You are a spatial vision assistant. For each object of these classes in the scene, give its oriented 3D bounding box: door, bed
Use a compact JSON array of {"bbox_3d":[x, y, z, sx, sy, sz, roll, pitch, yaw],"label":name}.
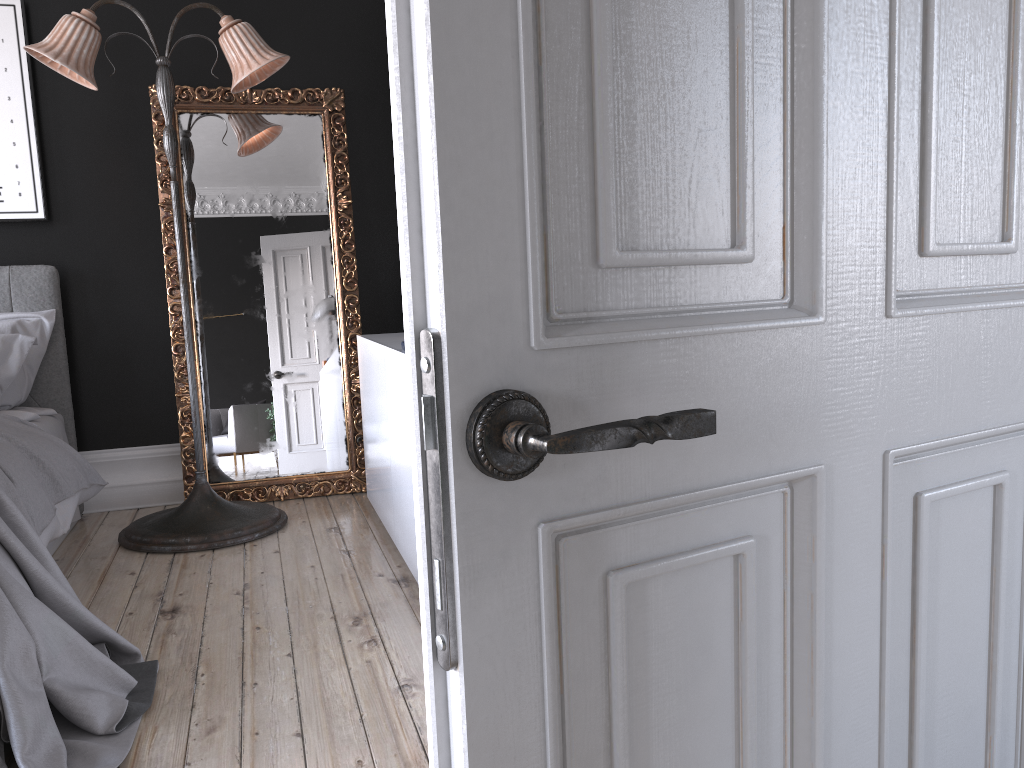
[{"bbox_3d":[0.388,-0.204,0.993,1.097,2.380,0.216,-7,9,-28],"label":"door"},{"bbox_3d":[-2.777,0.264,2.829,2.763,1.301,3.278,-6,8,-27],"label":"bed"}]

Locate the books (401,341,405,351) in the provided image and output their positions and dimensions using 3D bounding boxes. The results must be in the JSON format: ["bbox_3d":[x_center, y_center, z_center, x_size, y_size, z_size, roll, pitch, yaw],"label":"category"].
[{"bbox_3d":[-0.298,-0.138,3.232,0.193,0.031,0.289,-4,7,-10],"label":"books"}]

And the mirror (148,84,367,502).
[{"bbox_3d":[-1.310,-0.469,4.720,0.991,2.198,0.254,-5,8,-16],"label":"mirror"}]

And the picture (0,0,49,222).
[{"bbox_3d":[-2.732,-1.325,4.277,0.791,1.081,0.014,-5,8,-16],"label":"picture"}]

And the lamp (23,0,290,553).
[{"bbox_3d":[-1.521,-0.504,4.095,0.986,2.417,0.770,0,8,16],"label":"lamp"}]

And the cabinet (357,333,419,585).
[{"bbox_3d":[-0.154,0.288,3.478,0.570,0.884,2.391,-5,7,-16],"label":"cabinet"}]

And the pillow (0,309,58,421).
[{"bbox_3d":[-3.044,-0.034,3.878,1.829,0.762,0.678,-4,7,-16],"label":"pillow"}]
